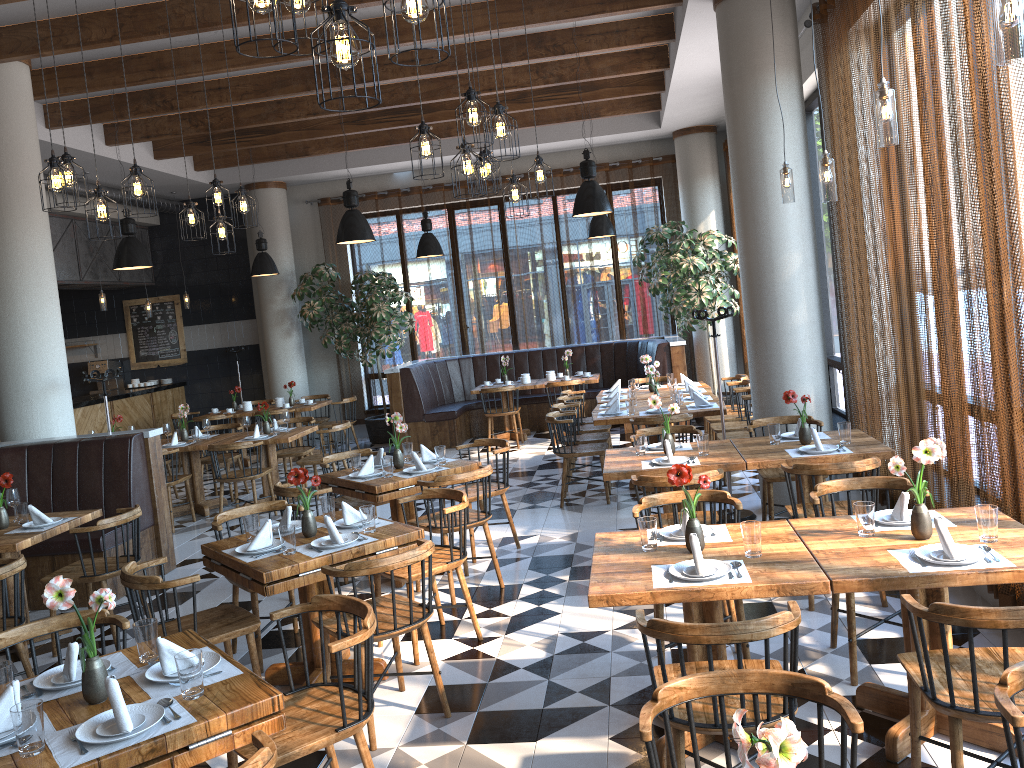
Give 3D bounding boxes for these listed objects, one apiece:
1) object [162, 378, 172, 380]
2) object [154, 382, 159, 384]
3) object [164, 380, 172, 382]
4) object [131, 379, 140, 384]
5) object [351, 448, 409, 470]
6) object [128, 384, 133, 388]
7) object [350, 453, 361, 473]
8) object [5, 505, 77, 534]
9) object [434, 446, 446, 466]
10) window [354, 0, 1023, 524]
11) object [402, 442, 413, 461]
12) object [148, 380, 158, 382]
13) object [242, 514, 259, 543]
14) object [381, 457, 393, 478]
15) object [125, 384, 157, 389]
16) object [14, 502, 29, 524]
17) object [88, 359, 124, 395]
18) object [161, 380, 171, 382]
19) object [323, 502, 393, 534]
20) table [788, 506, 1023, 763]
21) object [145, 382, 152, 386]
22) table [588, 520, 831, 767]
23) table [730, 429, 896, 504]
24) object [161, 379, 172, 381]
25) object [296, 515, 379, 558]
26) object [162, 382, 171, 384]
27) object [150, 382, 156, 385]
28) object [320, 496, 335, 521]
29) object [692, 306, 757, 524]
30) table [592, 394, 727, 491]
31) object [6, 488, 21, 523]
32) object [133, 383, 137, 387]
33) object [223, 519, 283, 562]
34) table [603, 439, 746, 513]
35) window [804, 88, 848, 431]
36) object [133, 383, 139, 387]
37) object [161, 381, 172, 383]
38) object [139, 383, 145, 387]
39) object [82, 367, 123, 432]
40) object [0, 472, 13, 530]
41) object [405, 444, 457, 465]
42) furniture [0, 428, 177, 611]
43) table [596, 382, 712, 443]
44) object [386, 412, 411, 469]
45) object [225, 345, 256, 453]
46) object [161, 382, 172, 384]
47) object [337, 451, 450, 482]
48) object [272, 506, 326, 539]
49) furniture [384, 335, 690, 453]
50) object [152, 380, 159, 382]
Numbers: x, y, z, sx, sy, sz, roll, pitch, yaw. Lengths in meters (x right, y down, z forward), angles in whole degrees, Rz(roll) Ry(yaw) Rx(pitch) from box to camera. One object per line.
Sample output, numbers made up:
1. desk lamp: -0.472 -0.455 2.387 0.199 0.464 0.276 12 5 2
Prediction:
1. object: -5.560 -0.070 14.254 0.175 0.016 0.176 -1 7 43
2. object: -5.783 -0.009 14.286 0.175 0.016 0.176 -1 7 43
3. object: -5.557 -0.040 14.255 0.175 0.016 0.176 -1 7 43
4. object: -6.066 -0.015 14.282 0.130 0.128 0.129 -9 5 -36
5. object: -0.982 0.534 6.537 0.353 0.137 0.272 -10 6 -37
6. object: -5.999 0.038 13.948 0.079 0.066 0.099 -5 5 20
7. object: -1.117 0.568 6.352 0.080 0.132 0.080 -8 4 -27
8. object: -2.982 0.826 5.604 0.271 0.137 0.353 -5 5 8
9. object: -0.504 0.509 6.283 0.080 0.132 0.080 -7 3 -17
10. window: 1.785 -0.975 7.596 4.498 3.158 15.150 -7 5 -15
11. object: -0.778 0.508 6.629 0.080 0.132 0.080 -7 3 -17
12. object: -5.788 -0.049 14.284 0.175 0.016 0.176 -1 7 43
13. object: -1.345 0.748 4.578 0.080 0.132 0.080 -5 3 13
14. object: -0.845 0.568 6.017 0.080 0.132 0.080 -8 4 -27
15. object: -5.848 0.045 13.975 0.436 0.018 0.273 -5 5 8
16. object: -3.168 0.837 5.735 0.080 0.132 0.080 -6 3 -7
17. object: -6.587 -0.113 14.261 0.355 0.568 0.551 -6 4 8
18. object: -5.558 -0.050 14.255 0.175 0.016 0.176 -1 7 43
19. object: -0.838 0.680 4.714 0.272 0.137 0.352 -9 6 -37
20. table: 1.630 0.983 3.479 0.850 0.762 0.853 -5 4 8
21. object: -5.710 0.011 13.910 0.079 0.066 0.099 -5 5 20
22. table: 0.786 1.062 3.592 0.850 0.762 0.853 -5 4 8
23. table: 1.909 0.762 5.659 0.850 0.762 0.853 -5 4 8
24. object: -5.559 -0.060 14.254 0.175 0.016 0.176 -1 7 43
25. object: -0.879 0.717 4.339 0.353 0.137 0.272 -10 6 -37
26. object: -5.555 -0.020 14.256 0.175 0.016 0.176 -1 7 43
27. object: -5.696 0.000 14.017 0.079 0.066 0.099 -5 5 20
28. object: -1.005 0.688 4.855 0.080 0.132 0.080 -5 4 23
29. object: 1.633 0.233 6.885 0.375 1.655 0.375 -6 3 -10
30. table: 1.389 0.588 8.258 1.214 0.762 1.218 -5 4 11
31. object: -3.276 0.798 5.829 0.081 0.215 0.081 -7 3 -23
32. object: -5.985 0.027 14.056 0.079 0.066 0.099 -5 5 20
33. object: -1.254 0.753 4.386 0.272 0.137 0.352 -9 6 -37
34. table: 1.065 0.841 5.773 0.850 0.762 0.853 -5 4 8
35. window: 3.122 -1.313 9.838 0.364 3.159 4.981 -6 4 8
36. object: -5.903 0.029 13.935 0.079 0.066 0.099 -5 5 20
37. object: -5.556 -0.030 14.256 0.175 0.016 0.176 -1 7 43
38. object: -5.806 0.020 13.922 0.079 0.066 0.099 -5 5 20
39. object: -3.441 0.697 7.657 0.375 1.655 0.375 -7 3 -15
40. object: -3.216 0.741 5.607 0.171 0.354 0.156 -5 3 11
41. object: -0.607 0.499 6.490 0.272 0.137 0.352 -9 6 -37
42. furniture: -4.133 1.341 4.065 1.916 1.147 6.608 -5 5 8
43. table: 1.549 0.461 9.507 1.214 0.762 1.218 -5 4 11
44. object: -0.815 0.401 6.347 0.206 0.399 0.147 -4 3 27
45. object: -4.219 0.234 13.838 0.374 1.655 0.376 -4 3 30
46. object: -5.554 -0.010 14.257 0.175 0.016 0.176 -1 7 43
47. object: -0.832 0.551 6.167 0.584 0.137 0.577 -10 6 -37
48. object: -1.212 0.715 4.761 0.353 0.137 0.272 -10 6 -37
49. furniture: 0.437 0.101 12.698 4.035 1.148 1.924 -5 4 8
50. object: -5.787 -0.039 14.285 0.175 0.016 0.176 -1 7 43
